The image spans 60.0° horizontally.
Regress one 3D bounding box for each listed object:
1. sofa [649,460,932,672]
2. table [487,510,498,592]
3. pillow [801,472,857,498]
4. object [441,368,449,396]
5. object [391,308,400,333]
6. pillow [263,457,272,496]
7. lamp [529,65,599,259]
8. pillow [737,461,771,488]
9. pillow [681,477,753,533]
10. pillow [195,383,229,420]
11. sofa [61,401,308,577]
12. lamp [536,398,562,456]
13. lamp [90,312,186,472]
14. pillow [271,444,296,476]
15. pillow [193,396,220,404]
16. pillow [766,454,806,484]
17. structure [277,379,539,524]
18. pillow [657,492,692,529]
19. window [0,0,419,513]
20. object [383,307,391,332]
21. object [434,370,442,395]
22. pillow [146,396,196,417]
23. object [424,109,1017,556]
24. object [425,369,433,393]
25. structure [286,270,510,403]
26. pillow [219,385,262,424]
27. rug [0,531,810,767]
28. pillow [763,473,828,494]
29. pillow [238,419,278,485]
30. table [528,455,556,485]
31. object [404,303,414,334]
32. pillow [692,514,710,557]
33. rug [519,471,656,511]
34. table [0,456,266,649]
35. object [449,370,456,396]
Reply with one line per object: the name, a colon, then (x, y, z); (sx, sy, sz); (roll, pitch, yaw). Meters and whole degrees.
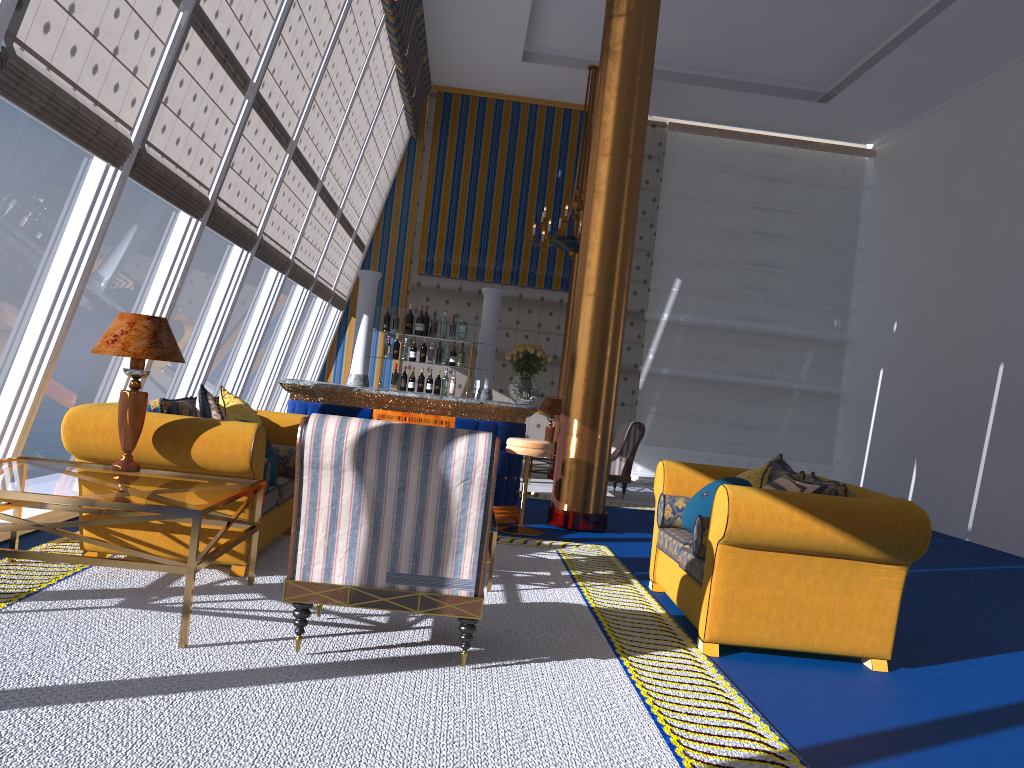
sofa: (1.426, 0.944, 5.046); (1.012, 0.854, 1.846); (6, -1, -2)
table: (-0.609, 0.959, 5.500); (0.976, 0.369, 0.905); (6, -1, -4)
pillow: (1.589, 0.785, 4.740); (0.339, 0.610, 0.614); (6, 0, 2)
object: (-0.664, -0.021, 8.844); (0.069, 0.269, 0.068); (7, 0, -43)
object: (-1.146, -0.629, 8.763); (0.073, 0.246, 0.071); (7, 0, -44)
pillow: (-1.561, 0.504, 5.008); (0.373, 0.219, 0.174); (6, 0, -4)
lamp: (0.881, -2.754, 11.054); (1.069, 2.421, 1.049); (6, 0, -27)
pillow: (1.407, 0.694, 5.271); (0.232, 0.491, 0.611); (6, -1, 2)
pillow: (1.175, 0.708, 5.073); (0.395, 0.367, 0.455); (7, -1, -43)
pillow: (-1.745, 0.317, 5.258); (0.281, 0.619, 0.689); (6, 0, -6)
sofa: (-1.910, 0.569, 5.488); (1.003, 0.854, 1.843); (6, -1, -3)
lamp: (0.527, 0.586, 12.107); (0.449, 0.783, 0.443); (6, 0, -19)
lamp: (-1.894, 0.044, 4.454); (0.444, 0.783, 0.448); (6, 0, 11)
pillow: (-1.622, 0.510, 5.999); (0.373, 0.219, 0.214); (6, 0, -4)
pillow: (-2.025, 0.348, 5.778); (0.247, 0.546, 0.609); (6, 0, -6)
pillow: (1.554, 0.757, 5.329); (0.353, 0.672, 0.602); (6, 0, 5)
structure: (-0.928, 0.608, 7.803); (2.324, 1.065, 0.765); (6, 0, -15)
pillow: (1.104, 0.804, 5.517); (0.377, 0.219, 0.215); (6, 0, 1)
window: (-2.047, -1.947, 6.506); (1.621, 5.855, 15.442); (6, -1, -3)
object: (-1.227, -0.638, 8.714); (0.065, 0.244, 0.065); (6, 0, 0)
object: (-0.734, -0.018, 8.807); (0.066, 0.244, 0.065); (6, 0, -22)
pillow: (-1.992, 0.342, 5.174); (0.247, 0.549, 0.606); (6, 0, -6)
object: (2.338, -6.752, 6.508); (63.208, 33.601, 63.342); (6, -1, 3)
object: (-0.813, -0.030, 8.780); (0.069, 0.244, 0.068); (6, 0, -22)
structure: (-1.097, 0.033, 8.862); (2.323, 2.196, 0.765); (6, 0, -13)
pillow: (-1.771, 0.317, 5.799); (0.327, 0.583, 0.579); (6, 0, 17)
rug: (-0.829, 1.103, 3.957); (3.598, 0.010, 6.246); (6, -1, -4)
pillow: (1.397, 0.705, 4.716); (0.328, 0.456, 0.521); (6, 0, -4)
pillow: (-1.596, 0.429, 5.489); (0.318, 0.404, 0.475); (6, 0, 10)
table: (0.688, 1.180, 11.940); (0.976, 0.369, 0.905); (6, -1, -4)
object: (-1.006, -0.640, 8.716); (0.081, 0.303, 0.081); (6, 0, 2)
pillow: (1.124, 0.794, 4.530); (0.372, 0.219, 0.215); (6, 0, 1)
rug: (0.027, 1.293, 11.776); (6.268, 0.011, 3.587); (6, -1, -4)
table: (-1.904, 0.707, 4.032); (1.240, 0.549, 1.149); (6, -1, -4)
object: (-0.588, -0.008, 8.859); (0.061, 0.258, 0.061); (6, 0, -3)
